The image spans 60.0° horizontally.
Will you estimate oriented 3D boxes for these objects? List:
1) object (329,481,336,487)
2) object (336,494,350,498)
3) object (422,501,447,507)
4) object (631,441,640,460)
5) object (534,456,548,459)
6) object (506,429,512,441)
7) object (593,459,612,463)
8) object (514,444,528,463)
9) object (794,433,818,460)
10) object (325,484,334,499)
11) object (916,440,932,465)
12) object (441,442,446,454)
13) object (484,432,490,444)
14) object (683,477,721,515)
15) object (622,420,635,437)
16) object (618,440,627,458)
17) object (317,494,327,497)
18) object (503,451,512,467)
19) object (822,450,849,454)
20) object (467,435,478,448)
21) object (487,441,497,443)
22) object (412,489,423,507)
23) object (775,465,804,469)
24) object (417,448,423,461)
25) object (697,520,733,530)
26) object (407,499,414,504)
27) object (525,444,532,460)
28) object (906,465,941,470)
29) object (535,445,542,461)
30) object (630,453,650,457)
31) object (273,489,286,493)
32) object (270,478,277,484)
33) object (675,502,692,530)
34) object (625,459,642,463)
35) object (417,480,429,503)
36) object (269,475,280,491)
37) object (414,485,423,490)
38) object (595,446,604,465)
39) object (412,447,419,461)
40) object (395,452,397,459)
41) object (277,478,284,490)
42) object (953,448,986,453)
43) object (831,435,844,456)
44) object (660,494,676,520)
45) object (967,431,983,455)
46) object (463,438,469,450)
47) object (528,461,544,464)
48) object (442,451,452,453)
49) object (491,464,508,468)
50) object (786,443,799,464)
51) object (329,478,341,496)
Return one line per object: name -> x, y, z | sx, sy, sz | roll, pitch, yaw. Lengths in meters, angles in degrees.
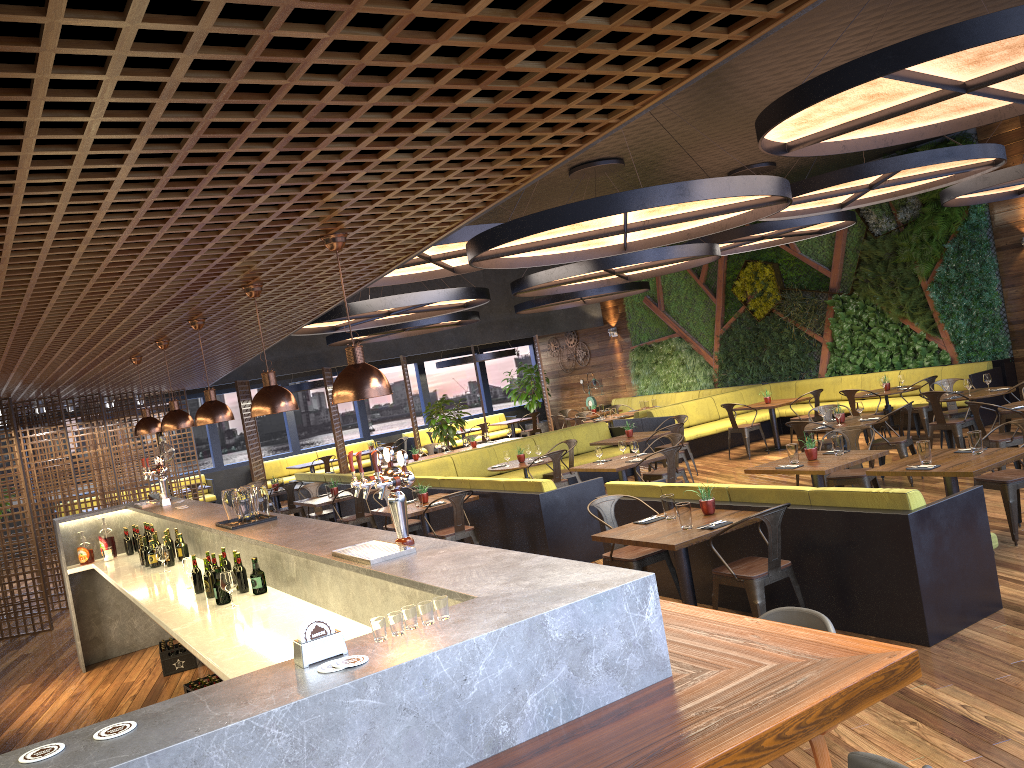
object -> -2.445, 1.425, 12.137 | 0.102, 0.178, 0.102 | -9, 1, 44
object -> -2.249, 1.480, 11.687 | 0.255, 0.019, 0.157 | -11, 1, -32
object -> -0.832, 1.275, 9.398 | 0.255, 0.019, 0.157 | -11, 1, -32
object -> 1.433, 0.772, 10.315 | 0.097, 0.206, 0.097 | -11, 1, -40
object -> 0.408, 1.012, 12.242 | 0.255, 0.019, 0.157 | -10, 1, -30
object -> -0.048, 0.926, 16.120 | 0.097, 0.206, 0.097 | -10, 1, 14
object -> 1.096, 0.921, 10.626 | 0.157, 0.019, 0.255 | -10, 1, -32
object -> 0.107, 0.935, 12.102 | 0.238, 0.271, 0.260 | -10, 1, -10
object -> 2.700, 0.557, 8.051 | 0.238, 0.271, 0.260 | -10, 1, 7
object -> -2.411, 1.426, 11.762 | 0.102, 0.178, 0.102 | -9, 1, 44
object -> 3.217, 0.534, 6.913 | 0.102, 0.178, 0.102 | -9, 1, 34
object -> -1.210, 1.134, 15.781 | 0.097, 0.206, 0.097 | -10, 1, 14
object -> -0.452, 0.994, 16.263 | 0.097, 0.206, 0.097 | -10, 1, 14
object -> 1.410, 0.810, 6.443 | 0.238, 0.271, 0.260 | -10, 1, -27
object -> 1.712, 0.641, 12.956 | 0.260, 0.271, 0.238 | -10, 1, 3
object -> 1.331, 0.784, 10.641 | 0.097, 0.206, 0.097 | -10, 1, -32
object -> -2.557, 1.524, 12.245 | 0.255, 0.019, 0.157 | -11, 1, -32
object -> -0.062, 1.004, 11.932 | 0.097, 0.206, 0.097 | -10, 1, 10
object -> 3.018, 0.627, 8.207 | 0.157, 0.019, 0.255 | -11, 1, -32
object -> -0.707, 1.008, 15.958 | 0.238, 0.271, 0.260 | -10, 1, -10
object -> -0.385, 1.075, 16.431 | 0.157, 0.019, 0.255 | -10, 1, -32
object -> -1.003, 1.222, 9.461 | 0.102, 0.178, 0.102 | -10, 1, 4
object -> 2.447, 0.732, 7.883 | 0.157, 0.019, 0.255 | -11, 1, -32
object -> -1.563, 1.207, 15.157 | 0.097, 0.206, 0.097 | -10, 1, 14
object -> 1.358, 0.955, 6.007 | 0.255, 0.019, 0.157 | -11, 1, -32
object -> -1.140, 1.318, 9.956 | 0.255, 0.019, 0.157 | -11, 1, -32
object -> 0.230, 0.946, 12.299 | 0.097, 0.206, 0.097 | -10, 1, 7
object -> 3.125, 0.633, 6.787 | 0.157, 0.019, 0.255 | -11, 1, -32
object -> 0.358, 0.930, 11.937 | 0.097, 0.206, 0.097 | -10, 1, -7
object -> 1.511, 0.849, 10.591 | 0.255, 0.019, 0.157 | -10, 1, -32
object -> -3.670, 1.686, 13.983 | 0.255, 0.019, 0.157 | -11, 1, -32
object -> -3.866, 1.631, 14.432 | 0.102, 0.178, 0.102 | -10, 1, -16
object -> 1.180, 0.904, 6.055 | 0.102, 0.178, 0.102 | -10, 1, 4
object -> 1.399, 0.877, 10.151 | 0.157, 0.019, 0.255 | -10, 1, -32
object -> -0.985, 1.168, 9.682 | 0.238, 0.271, 0.260 | -10, 1, -10
object -> -3.809, 1.577, 14.267 | 0.260, 0.271, 0.238 | -10, 1, -31
object -> -1.028, 1.220, 9.847 | 0.102, 0.178, 0.102 | -9, 1, 44
object -> 1.029, 0.840, 10.458 | 0.097, 0.206, 0.097 | -11, 1, -40
object -> -1.686, 1.189, 15.336 | 0.238, 0.271, 0.260 | -10, 1, -10
object -> -1.968, 1.275, 15.300 | 0.097, 0.206, 0.097 | -10, 1, 14
object -> -3.690, 1.605, 14.165 | 0.102, 0.178, 0.102 | -10, 1, -26
object -> 3.696, 0.528, 7.112 | 0.157, 0.019, 0.255 | -11, 1, -32
object -> 2.956, 0.560, 8.039 | 0.102, 0.178, 0.102 | -10, 1, -26
object -> 1.149, 0.902, 6.478 | 0.102, 0.178, 0.102 | -9, 1, 44
object -> 3.634, 0.461, 6.943 | 0.102, 0.178, 0.102 | -9, 1, 34
object -> -0.805, 1.066, 15.638 | 0.097, 0.206, 0.097 | -10, 1, 14
object -> 0.306, 1.038, 11.779 | 0.157, 0.019, 0.255 | -10, 1, -25
object -> -1.143, 1.215, 15.949 | 0.157, 0.019, 0.255 | -10, 1, -32
object -> -0.159, 1.113, 12.066 | 0.255, 0.019, 0.157 | -10, 1, 0
object -> 2.539, 0.633, 8.009 | 0.102, 0.178, 0.102 | -9, 1, 24
object -> -2.404, 1.374, 11.998 | 0.260, 0.271, 0.238 | -10, 1, -31
